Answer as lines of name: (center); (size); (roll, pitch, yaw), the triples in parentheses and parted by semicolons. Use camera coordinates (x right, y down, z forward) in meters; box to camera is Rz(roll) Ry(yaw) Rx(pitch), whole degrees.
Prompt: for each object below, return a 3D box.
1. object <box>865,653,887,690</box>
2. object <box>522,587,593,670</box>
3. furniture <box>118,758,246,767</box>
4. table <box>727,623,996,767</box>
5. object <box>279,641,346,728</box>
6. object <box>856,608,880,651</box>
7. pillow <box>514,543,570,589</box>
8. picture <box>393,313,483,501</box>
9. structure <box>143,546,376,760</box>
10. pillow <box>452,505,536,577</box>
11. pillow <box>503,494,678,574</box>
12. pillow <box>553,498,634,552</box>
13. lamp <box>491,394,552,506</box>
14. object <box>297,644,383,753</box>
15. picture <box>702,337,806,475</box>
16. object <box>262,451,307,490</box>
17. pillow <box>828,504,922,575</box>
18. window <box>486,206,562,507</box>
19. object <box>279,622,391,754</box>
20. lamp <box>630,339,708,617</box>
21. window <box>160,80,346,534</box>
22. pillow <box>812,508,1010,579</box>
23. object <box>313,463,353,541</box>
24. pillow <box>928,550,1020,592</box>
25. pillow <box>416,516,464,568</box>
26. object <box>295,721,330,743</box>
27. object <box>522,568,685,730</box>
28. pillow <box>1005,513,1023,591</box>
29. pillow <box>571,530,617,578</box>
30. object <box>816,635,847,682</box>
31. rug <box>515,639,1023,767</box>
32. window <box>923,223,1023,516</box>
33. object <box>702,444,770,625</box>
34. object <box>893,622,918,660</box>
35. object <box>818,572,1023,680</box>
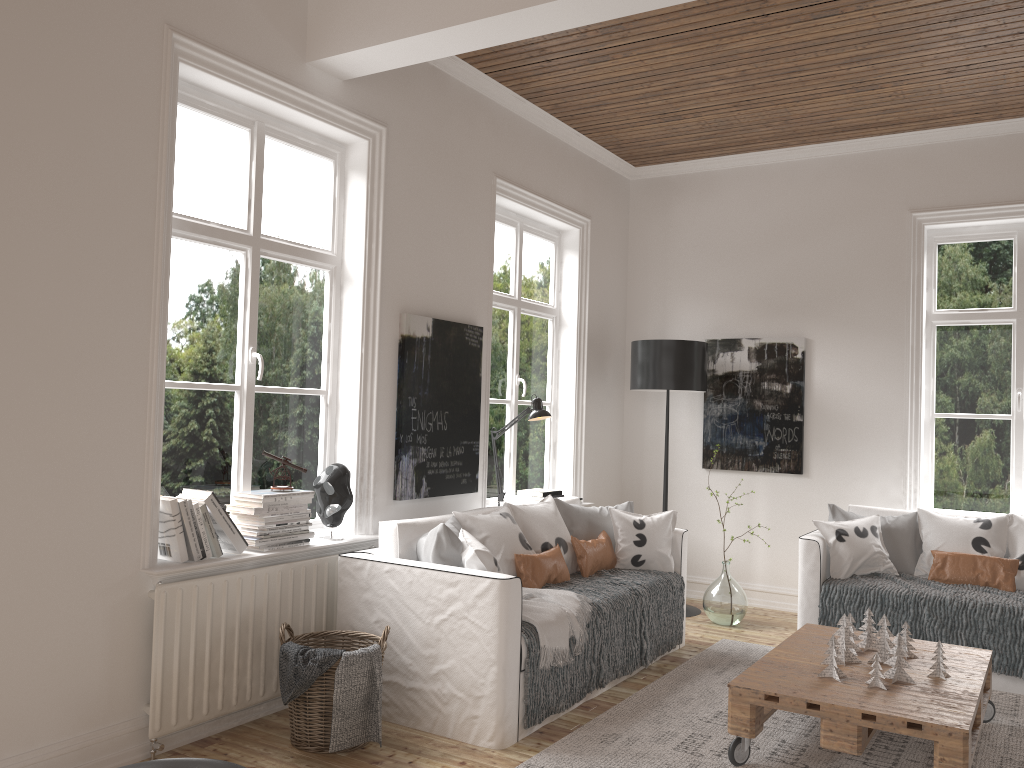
object: (1.329, 1.040, 3.236); (0.068, 0.124, 0.072); (1, -2, 16)
object: (0.017, 1.008, 3.906); (0.729, 0.255, 0.588); (0, -2, 36)
furniture: (-0.755, 1.079, 1.883); (0.518, 0.430, 0.518); (3, -2, -37)
table: (1.411, 1.264, 3.506); (0.821, 0.300, 1.189); (1, -2, 32)
object: (-0.706, 1.123, 3.301); (0.303, 0.332, 0.367); (1, -2, 23)
object: (1.516, 1.038, 3.770); (0.090, 0.176, 0.090); (2, -2, -6)
pillow: (0.153, 0.904, 4.267); (0.116, 0.220, 0.414); (1, -2, 33)
picture: (-0.368, 0.125, 4.592); (0.041, 0.908, 0.680); (1, -2, 32)
structure: (-0.956, 1.138, 3.607); (0.095, 0.829, 1.223); (1, -2, 32)
pillow: (-0.101, 0.798, 3.963); (0.417, 0.414, 1.020); (1, -2, 14)
pillow: (0.412, 0.832, 4.745); (1.081, 0.450, 0.403); (3, -2, -34)
pillow: (0.445, 0.850, 4.942); (0.546, 0.437, 0.292); (3, -2, -25)
lamp: (0.036, 0.408, 5.168); (0.439, 0.703, 0.196); (1, -2, 32)
object: (-0.656, 1.143, 3.329); (0.290, 0.356, 0.349); (3, -2, -29)
picture: (1.644, 0.142, 6.056); (0.680, 0.908, 0.041); (1, -2, 32)
object: (-0.957, 0.361, 3.734); (0.177, 0.161, 0.092); (2, -2, 0)
pillow: (2.038, 0.898, 4.993); (0.541, 0.431, 0.282); (2, -2, 6)
window: (0.042, -0.137, 5.607); (0.120, 1.872, 1.055); (1, -2, 32)
object: (-0.678, 1.131, 3.367); (0.393, 0.432, 0.393); (3, -2, -36)
lamp: (1.016, 0.603, 5.854); (0.499, 1.754, 0.499); (1, -2, 29)
window: (-1.094, -0.233, 3.764); (0.120, 1.872, 1.055); (1, -2, 32)
pillow: (2.157, 0.896, 4.822); (1.020, 0.414, 0.417); (1, -2, 14)
object: (-0.807, 0.525, 3.978); (0.171, 0.340, 0.177); (3, -2, -22)
pillow: (2.391, 0.974, 4.601); (0.420, 0.179, 0.127); (1, -2, 33)
pillow: (-0.272, 0.788, 3.844); (0.282, 0.431, 0.541); (2, -2, 6)
object: (-0.683, 1.243, 3.368); (0.280, 0.186, 0.291); (1, -2, 17)
object: (0.252, 1.163, 4.271); (0.651, 0.423, 1.680); (1, -2, 32)
pillow: (2.939, 0.896, 4.309); (0.403, 0.450, 1.081); (3, -2, -34)
pillow: (0.440, 0.902, 4.685); (0.117, 0.235, 0.414); (1, -2, 31)
object: (1.208, 1.022, 3.337); (0.093, 0.161, 0.088); (0, -2, 41)
rug: (1.519, 1.415, 3.437); (2.254, 0.003, 2.474); (1, -2, 32)
window: (3.086, -0.050, 5.390); (1.055, 1.872, 0.120); (1, -2, 32)
object: (1.423, 0.936, 5.586); (0.515, 1.117, 0.275); (3, -3, -42)
object: (1.624, 1.052, 3.659); (0.075, 0.147, 0.075); (3, -2, -26)
object: (2.496, 1.197, 4.466); (1.704, 0.390, 0.656); (1, -2, 32)
